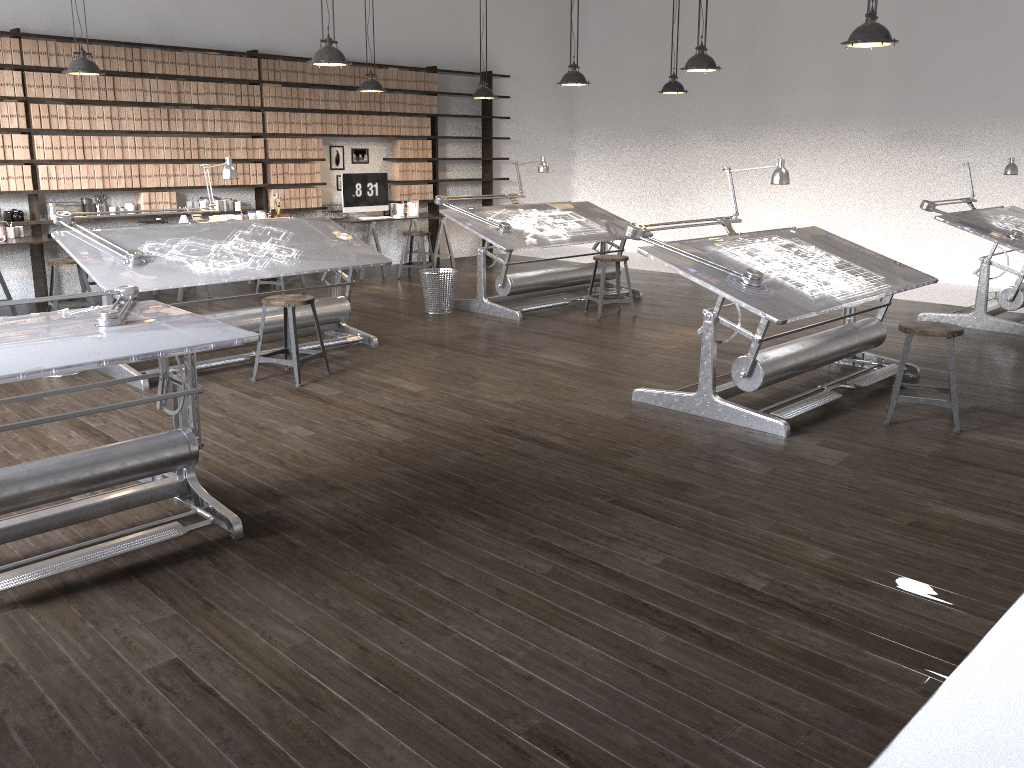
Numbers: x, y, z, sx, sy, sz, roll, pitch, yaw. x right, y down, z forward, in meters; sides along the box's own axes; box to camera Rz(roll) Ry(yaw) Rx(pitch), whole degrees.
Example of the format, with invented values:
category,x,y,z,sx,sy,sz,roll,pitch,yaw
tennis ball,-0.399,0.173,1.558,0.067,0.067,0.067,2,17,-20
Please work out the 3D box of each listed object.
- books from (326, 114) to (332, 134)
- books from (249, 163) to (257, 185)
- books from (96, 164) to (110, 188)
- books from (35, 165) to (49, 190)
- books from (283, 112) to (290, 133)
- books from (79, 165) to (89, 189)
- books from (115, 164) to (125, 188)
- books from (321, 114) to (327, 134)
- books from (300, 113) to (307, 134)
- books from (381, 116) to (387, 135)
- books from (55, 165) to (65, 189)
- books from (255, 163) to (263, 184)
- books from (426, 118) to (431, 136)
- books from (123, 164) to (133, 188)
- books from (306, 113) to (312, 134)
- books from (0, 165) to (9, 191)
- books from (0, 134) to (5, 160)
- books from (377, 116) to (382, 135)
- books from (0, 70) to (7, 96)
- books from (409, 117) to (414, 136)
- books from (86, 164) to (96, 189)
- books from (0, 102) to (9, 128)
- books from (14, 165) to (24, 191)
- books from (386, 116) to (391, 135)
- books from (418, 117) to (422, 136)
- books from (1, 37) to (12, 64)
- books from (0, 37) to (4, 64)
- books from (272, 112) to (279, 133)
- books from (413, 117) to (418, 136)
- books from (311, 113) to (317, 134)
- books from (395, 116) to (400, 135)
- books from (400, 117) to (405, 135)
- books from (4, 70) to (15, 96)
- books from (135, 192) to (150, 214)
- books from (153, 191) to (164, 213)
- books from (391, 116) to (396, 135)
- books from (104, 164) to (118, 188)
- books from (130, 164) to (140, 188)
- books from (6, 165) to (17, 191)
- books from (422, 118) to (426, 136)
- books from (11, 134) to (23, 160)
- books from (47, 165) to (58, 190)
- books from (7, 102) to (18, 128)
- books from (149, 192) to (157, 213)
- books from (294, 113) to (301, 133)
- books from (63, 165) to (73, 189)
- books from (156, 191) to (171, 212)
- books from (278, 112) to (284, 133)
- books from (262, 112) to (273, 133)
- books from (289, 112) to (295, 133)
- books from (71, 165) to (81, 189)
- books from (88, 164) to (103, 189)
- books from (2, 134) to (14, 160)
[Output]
category,x,y,z,sx,sy,sz,roll,pitch,yaw
books,-2.152,-2.989,10.191,0.067,0.223,0.175,-12,17,-44
books,-2.850,-2.280,9.611,0.067,0.223,0.175,-12,17,-44
books,-3.949,-2.001,8.537,0.067,0.223,0.175,-12,18,-44
books,-4.334,-1.901,8.150,0.067,0.223,0.175,-12,17,-44
books,-2.538,-2.890,9.807,0.067,0.223,0.175,-12,18,-44
books,-4.086,-1.965,8.398,0.067,0.223,0.175,-12,18,-44
books,-3.846,-2.026,8.632,0.067,0.223,0.175,-12,17,-44
books,-2.202,-2.977,10.142,0.067,0.223,0.175,-12,17,-44
books,-2.388,-2.927,9.952,0.067,0.223,0.175,-12,18,-44
books,-1.597,-3.128,10.727,0.067,0.223,0.175,-12,17,-44
books,-4.239,-1.928,8.253,0.067,0.223,0.175,-12,18,-44
books,-2.797,-2.294,9.666,0.067,0.223,0.175,-12,18,-44
books,-1.109,-3.254,11.210,0.067,0.223,0.175,-12,17,-44
books,-3.799,-2.040,8.685,0.067,0.223,0.175,-12,17,-44
books,-2.339,-2.940,10.003,0.067,0.223,0.175,-12,17,-44
books,-4.571,-1.840,7.917,0.067,0.223,0.175,-12,17,-44
books,-4.576,-2.101,7.858,0.067,0.223,0.175,-12,17,-44
books,-1.648,-3.115,10.677,0.067,0.223,0.175,-12,18,-44
books,-4.523,-2.644,7.803,0.067,0.223,0.175,-12,17,-44
books,-1.306,-3.205,11.021,0.067,0.223,0.175,-12,18,-44
books,-4.043,-1.977,8.443,0.067,0.223,0.175,-12,18,-44
books,-4.531,-2.383,7.852,0.067,0.223,0.175,-12,18,-44
books,-4.485,-1.865,8.011,0.067,0.223,0.175,-12,17,-44
books,-1.549,-3.142,10.780,0.067,0.223,0.175,-12,17,-44
books,-1.212,-3.229,11.114,0.067,0.223,0.175,-12,18,-44
books,-4.471,-2.925,7.794,0.067,0.223,0.175,-12,17,-44
books,-4.523,-2.913,7.748,0.067,0.223,0.175,-12,18,-44
books,-2.638,-2.863,9.705,0.067,0.223,0.175,-12,17,-44
books,-1.256,-3.216,11.064,0.067,0.223,0.175,-12,17,-44
books,-2.295,-2.952,10.048,0.067,0.223,0.175,-12,17,-44
books,-1.452,-3.168,10.878,0.067,0.223,0.175,-12,18,-44
books,-1.399,-3.180,10.924,0.067,0.223,0.175,-12,17,-44
books,-4.477,-2.655,7.845,0.067,0.223,0.175,-12,17,-44
books,-3.687,-1.801,8.843,0.067,0.223,0.175,-12,18,-44
books,-3.593,-1.827,8.943,0.067,0.223,0.175,-12,17,-44
books,-1.502,-3.155,10.831,0.067,0.223,0.175,-12,18,-44
books,-3.899,-2.014,8.586,0.067,0.223,0.175,-12,18,-44
books,-3.742,-2.052,8.733,0.067,0.223,0.175,-12,18,-44
books,-4.529,-1.853,7.964,0.067,0.223,0.175,-12,18,-44
books,-1.162,-3.242,11.164,0.067,0.223,0.175,-12,18,-44
books,-4.472,-2.129,7.964,0.067,0.223,0.175,-12,17,-44
books,-4.285,-1.914,8.202,0.067,0.223,0.175,-12,17,-44
books,-4.478,-2.395,7.898,0.067,0.223,0.175,-12,17,-44
books,-3.643,-1.814,8.894,0.067,0.223,0.175,-12,17,-44
books,-2.441,-2.915,9.906,0.067,0.223,0.175,-12,17,-44
books,-4.188,-1.940,8.301,0.067,0.223,0.175,-12,18,-44
books,-3.540,-1.839,8.990,0.067,0.223,0.175,-12,18,-44
books,-2.587,-2.876,9.755,0.067,0.223,0.175,-12,18,-44
books,-2.685,-2.852,9.664,0.067,0.223,0.175,-12,18,-44
books,-2.491,-2.903,9.858,0.067,0.223,0.175,-12,17,-44
books,-4.136,-1.952,8.347,0.067,0.223,0.175,-12,17,-44
books,-3.992,-1.988,8.486,0.067,0.223,0.175,-12,17,-44
books,-4.528,-2.116,7.913,0.067,0.223,0.175,-12,18,-44
